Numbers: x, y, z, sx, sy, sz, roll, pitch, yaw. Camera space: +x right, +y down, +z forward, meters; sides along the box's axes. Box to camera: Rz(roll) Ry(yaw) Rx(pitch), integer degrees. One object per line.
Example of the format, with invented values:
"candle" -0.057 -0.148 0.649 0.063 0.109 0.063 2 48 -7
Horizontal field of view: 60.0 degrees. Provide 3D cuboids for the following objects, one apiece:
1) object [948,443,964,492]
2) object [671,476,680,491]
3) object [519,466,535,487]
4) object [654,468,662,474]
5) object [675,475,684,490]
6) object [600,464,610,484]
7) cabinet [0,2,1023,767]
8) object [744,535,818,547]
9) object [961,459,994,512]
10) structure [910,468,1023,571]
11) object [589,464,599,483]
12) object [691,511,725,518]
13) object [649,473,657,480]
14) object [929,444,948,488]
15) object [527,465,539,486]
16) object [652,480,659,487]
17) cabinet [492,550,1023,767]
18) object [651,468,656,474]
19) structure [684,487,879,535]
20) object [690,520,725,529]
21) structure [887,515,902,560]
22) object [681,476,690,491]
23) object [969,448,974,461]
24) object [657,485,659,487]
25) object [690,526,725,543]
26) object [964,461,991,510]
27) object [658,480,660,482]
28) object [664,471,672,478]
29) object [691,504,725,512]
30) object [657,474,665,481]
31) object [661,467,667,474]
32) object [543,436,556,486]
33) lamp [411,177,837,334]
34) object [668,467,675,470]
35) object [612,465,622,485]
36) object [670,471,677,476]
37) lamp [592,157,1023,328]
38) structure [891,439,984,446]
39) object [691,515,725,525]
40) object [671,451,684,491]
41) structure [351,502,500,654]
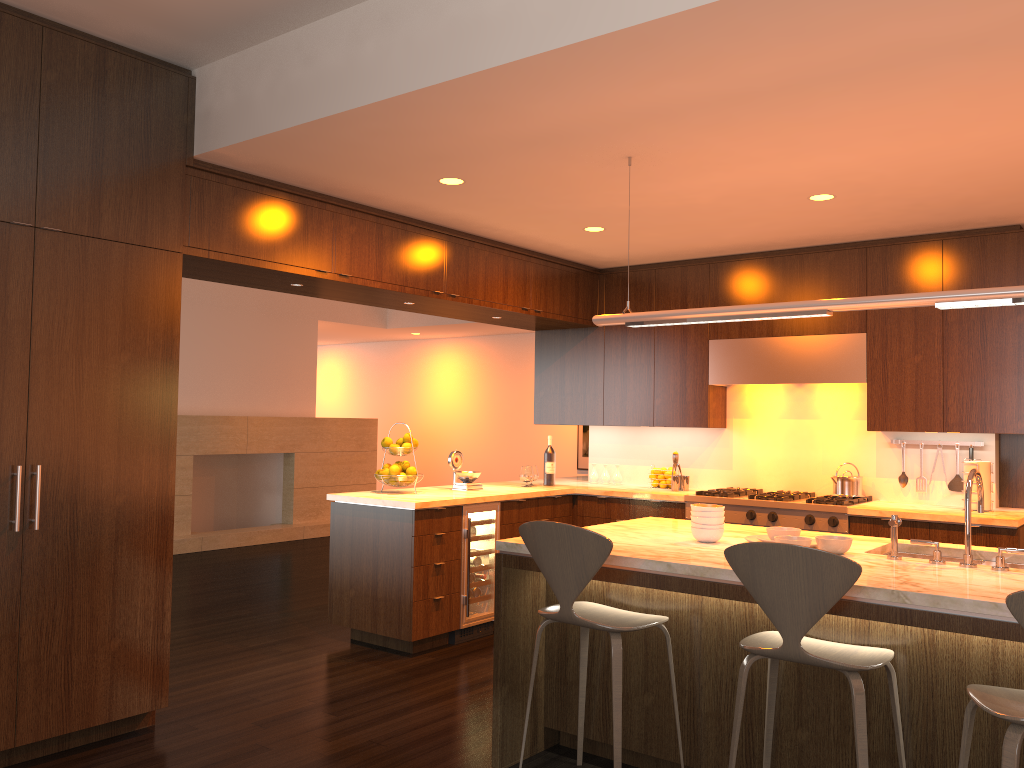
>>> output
"object" 2.777 0.520 5.520 0.112 0.303 0.036 -1 -3 38
"object" 1.173 0.716 6.367 0.060 0.106 0.060 2 -3 -20
"object" 0.110 0.682 6.529 0.112 0.151 0.112 3 -3 -34
"object" 1.089 0.650 6.597 0.063 0.051 0.053 0 -3 28
"object" 1.223 0.721 6.475 0.060 0.106 0.060 2 -3 -20
"object" 0.737 0.710 6.989 0.079 0.154 0.079 0 -3 21
"cabinet" 1.280 0.100 4.289 5.521 2.997 7.728 -1 -3 38
"object" 1.104 0.644 3.606 0.310 0.021 0.309 -1 -3 38
"object" 2.748 0.597 5.250 0.168 0.304 0.160 1 -2 -8
"structure" 1.643 0.473 3.134 0.321 0.341 0.310 2 -2 -15
"object" 0.653 0.711 7.057 0.079 0.154 0.079 0 -3 21
"object" 0.808 0.553 3.663 0.140 0.064 0.139 0 -2 12
"object" 1.054 0.694 6.619 0.063 0.051 0.053 -1 -3 40
"object" 2.680 0.513 5.575 0.114 0.271 0.008 -1 -3 38
"object" 0.146 0.689 6.678 0.112 0.151 0.112 3 -3 -34
"object" 1.069 0.740 6.606 0.060 0.057 0.052 2 -2 -17
"cabinet" 1.389 1.120 3.244 2.713 0.876 1.281 -1 -3 38
"object" 1.069 0.656 6.646 0.052 0.060 0.057 2 -3 -31
"structure" 1.814 0.748 5.922 1.067 0.422 0.824 -1 -3 38
"object" 0.807 0.597 3.661 0.140 0.068 0.139 0 -3 21
"structure" 1.409 0.564 3.268 0.050 0.161 0.067 -1 -3 38
"object" 1.252 0.718 6.405 0.060 0.106 0.060 2 -3 -20
"object" 2.827 0.533 5.459 0.063 0.281 0.063 0 -2 15
"object" 1.085 0.749 6.661 0.061 0.053 0.053 0 -3 23
"object" 0.807 0.621 3.661 0.140 0.059 0.139 0 -3 29
"object" 2.749 0.599 5.240 0.144 0.286 0.149 0 -3 20
"object" 1.114 0.751 6.714 0.053 0.053 0.061 0 -3 26
"object" 1.158 0.673 6.569 0.061 0.052 0.053 1 -2 -6
"object" 0.808 0.532 3.664 0.139 0.062 0.140 3 -3 -44
"object" 1.108 0.695 6.590 0.052 0.053 0.062 -1 -3 43
"object" 1.136 0.649 6.634 0.051 0.053 0.063 2 -2 -18
"object" 0.283 0.577 6.666 0.095 0.378 0.094 2 -3 -27
"lamp" -2.782 -0.914 9.954 16.431 0.171 5.868 -1 -3 38
"object" 1.200 0.653 6.676 0.050 0.060 0.059 2 -3 -20
"object" 0.823 0.709 6.920 0.079 0.154 0.079 0 -3 21
"object" 1.201 0.664 6.608 0.051 0.053 0.063 1 -2 -6
"lamp" 1.378 -0.650 3.306 2.465 0.765 0.120 -1 -3 38
"structure" 2.675 0.372 5.595 0.541 0.031 0.048 -1 -3 41
"object" 0.808 0.575 3.662 0.140 0.062 0.139 -1 -3 38
"object" 1.169 0.625 6.384 0.101 0.288 0.088 2 -3 -22
"structure" 1.263 1.231 5.813 3.400 0.862 3.060 -1 -3 38
